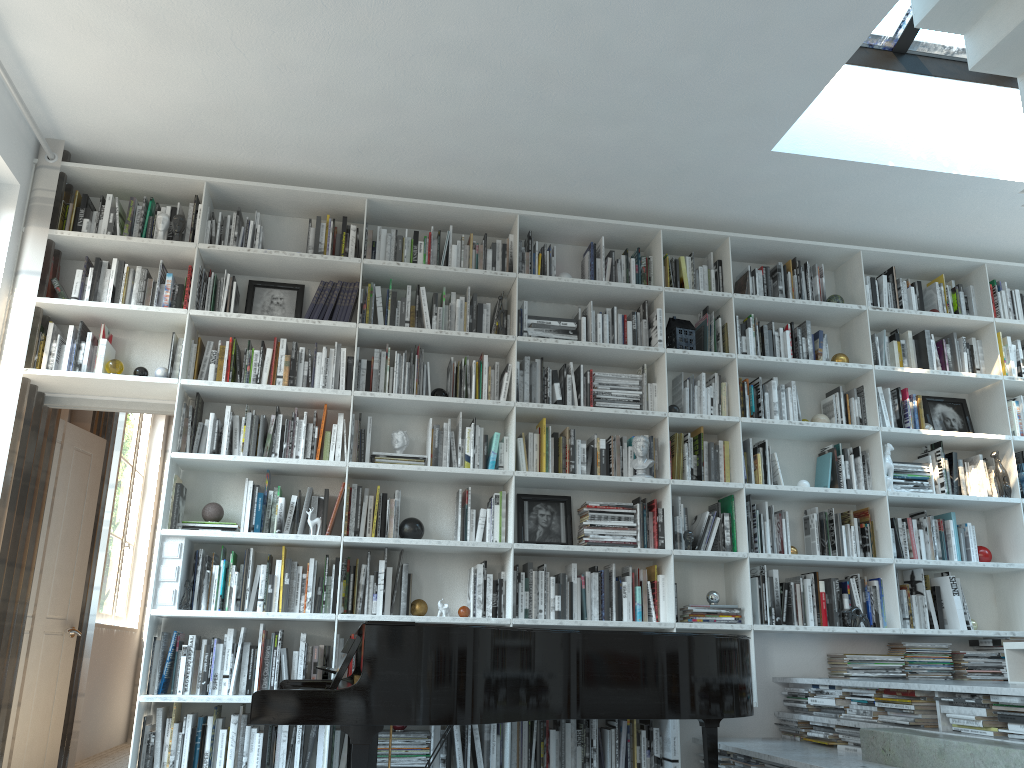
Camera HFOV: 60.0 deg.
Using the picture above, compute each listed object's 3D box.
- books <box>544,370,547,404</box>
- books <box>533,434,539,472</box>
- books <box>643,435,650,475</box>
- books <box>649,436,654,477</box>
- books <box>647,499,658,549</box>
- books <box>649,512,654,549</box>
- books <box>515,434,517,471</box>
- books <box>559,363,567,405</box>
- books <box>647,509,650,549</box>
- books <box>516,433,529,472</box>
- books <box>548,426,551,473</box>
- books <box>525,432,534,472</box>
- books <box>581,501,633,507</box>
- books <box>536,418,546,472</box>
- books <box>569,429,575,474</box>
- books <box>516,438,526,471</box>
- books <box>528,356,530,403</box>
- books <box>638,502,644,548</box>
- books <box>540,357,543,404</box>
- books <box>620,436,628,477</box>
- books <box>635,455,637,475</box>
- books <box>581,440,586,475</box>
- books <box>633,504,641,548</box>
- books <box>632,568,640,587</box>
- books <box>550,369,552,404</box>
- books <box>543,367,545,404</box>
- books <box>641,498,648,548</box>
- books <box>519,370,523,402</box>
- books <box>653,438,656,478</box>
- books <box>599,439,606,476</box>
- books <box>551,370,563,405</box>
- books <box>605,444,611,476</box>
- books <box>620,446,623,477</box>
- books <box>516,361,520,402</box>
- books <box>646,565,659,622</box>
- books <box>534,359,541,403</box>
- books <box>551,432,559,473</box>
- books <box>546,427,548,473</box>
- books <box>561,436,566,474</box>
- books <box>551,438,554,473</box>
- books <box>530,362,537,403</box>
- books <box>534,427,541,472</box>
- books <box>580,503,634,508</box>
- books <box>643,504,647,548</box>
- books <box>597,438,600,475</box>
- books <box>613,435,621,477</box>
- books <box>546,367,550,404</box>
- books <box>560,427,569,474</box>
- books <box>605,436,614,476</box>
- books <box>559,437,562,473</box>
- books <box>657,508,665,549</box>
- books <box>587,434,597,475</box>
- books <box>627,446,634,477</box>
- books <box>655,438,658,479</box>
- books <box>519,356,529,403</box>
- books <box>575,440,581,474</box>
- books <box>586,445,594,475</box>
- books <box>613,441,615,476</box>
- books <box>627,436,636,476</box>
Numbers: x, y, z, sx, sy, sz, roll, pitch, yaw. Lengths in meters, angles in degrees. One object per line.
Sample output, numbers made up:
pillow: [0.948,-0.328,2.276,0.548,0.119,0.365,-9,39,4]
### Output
books: [0.170,0.057,4.910,0.014,0.232,0.147,4,-17,-10]
books: [0.117,0.403,4.802,0.029,0.239,0.156,4,-17,-10]
books: [0.732,0.431,4.922,0.025,0.278,0.108,4,-17,-10]
books: [0.754,0.434,4.908,0.014,0.265,0.154,4,-17,-10]
books: [0.752,0.777,4.803,0.011,0.278,0.186,4,-17,-10]
books: [0.733,0.811,4.807,0.021,0.216,0.132,4,-17,-10]
books: [0.004,0.401,4.792,0.011,0.234,0.142,4,-17,-10]
books: [0.278,0.041,4.940,0.022,0.284,0.131,4,-17,-10]
books: [0.716,0.803,4.808,0.013,0.232,0.134,4,-17,-10]
books: [0.057,0.397,4.789,0.042,0.241,0.162,4,-17,-10]
books: [0.188,0.384,4.804,0.010,0.280,0.171,4,-17,-10]
books: [0.089,0.399,4.804,0.026,0.247,0.139,4,-17,-10]
books: [0.511,0.659,4.797,0.254,0.012,0.161,3,-17,-6]
books: [0.155,0.359,4.789,0.014,0.316,0.188,4,-17,-10]
books: [0.308,0.397,4.818,0.028,0.267,0.190,4,-17,-10]
books: [0.040,0.408,4.770,0.053,0.208,0.156,4,-17,-10]
books: [0.080,0.016,4.919,0.014,0.312,0.134,4,-17,-10]
books: [0.674,0.781,4.788,0.011,0.260,0.185,4,-17,-10]
books: [0.149,0.022,4.913,0.011,0.299,0.180,4,-17,-10]
books: [0.605,0.429,4.889,0.024,0.258,0.127,4,-17,-10]
books: [0.669,0.460,4.894,0.012,0.205,0.146,4,-17,-10]
books: [0.368,0.431,4.835,0.030,0.214,0.169,4,-17,-10]
books: [0.662,0.785,4.788,0.012,0.253,0.161,4,-17,-10]
books: [0.654,1.125,4.705,0.010,0.283,0.132,4,-17,-10]
books: [0.197,0.055,4.913,0.011,0.239,0.148,4,-17,-10]
books: [0.158,0.047,4.910,0.011,0.251,0.153,4,-17,-10]
books: [0.707,0.774,4.808,0.011,0.287,0.152,4,-17,-10]
books: [0.034,0.053,4.898,0.027,0.227,0.148,4,-17,-10]
books: [0.765,0.441,4.921,0.014,0.260,0.137,4,-17,-10]
books: [0.472,0.430,4.843,0.029,0.223,0.186,4,-17,-10]
books: [0.236,0.057,4.914,0.066,0.236,0.154,4,-17,-10]
books: [0.500,0.444,4.846,0.029,0.199,0.179,4,-17,-10]
books: [0.581,0.454,4.884,0.022,0.206,0.114,4,-17,-10]
books: [0.012,0.028,4.884,0.026,0.266,0.171,4,-17,-10]
books: [0.745,1.121,4.714,0.011,0.299,0.149,4,-17,-10]
books: [0.128,0.026,4.916,0.029,0.294,0.151,4,-17,-10]
books: [0.225,0.405,4.836,0.028,0.258,0.135,4,-17,-10]
books: [0.168,0.385,4.784,0.015,0.266,0.189,4,-17,-10]
books: [0.265,0.416,4.827,0.025,0.235,0.137,4,-17,-10]
books: [0.200,0.417,4.821,0.024,0.227,0.148,4,-17,-10]
books: [0.104,0.033,4.891,0.025,0.265,0.186,4,-17,-10]
books: [0.135,0.387,4.823,0.010,0.283,0.137,4,-17,-10]
books: [0.510,0.671,4.795,0.254,0.012,0.161,5,-18,-13]
books: [0.695,0.788,4.802,0.013,0.255,0.163,4,-17,-10]
books: [0.451,0.427,4.851,0.010,0.233,0.175,4,-17,-10]
books: [0.561,0.423,4.872,0.025,0.258,0.151,4,-17,-10]
books: [0.185,0.049,4.911,0.014,0.249,0.173,4,-17,-10]
books: [0.286,0.392,4.830,0.013,0.282,0.177,4,-17,-10]
books: [0.522,0.421,4.846,0.012,0.244,0.186,4,-17,-10]
books: [0.248,0.416,4.815,0.012,0.227,0.170,4,-17,-10]
books: [0.776,0.800,4.790,0.034,0.228,0.200,4,-17,-10]
books: [0.439,0.416,4.856,0.014,0.258,0.162,4,-17,-10]
books: [0.633,0.458,4.884,0.035,0.201,0.149,4,-17,-10]
books: [0.782,0.442,4.931,0.023,0.264,0.107,4,-17,-10]
books: [0.064,0.017,4.895,0.026,0.296,0.180,4,-17,-10]
books: [0.341,0.428,4.830,0.024,0.215,0.176,4,-17,-10]
books: [0.405,0.445,4.851,0.050,0.198,0.146,4,-17,-10]
books: [0.533,0.440,4.882,0.025,0.229,0.143,4,-17,-10]
books: [0.656,0.433,4.905,0.014,0.262,0.135,4,-17,-10]
